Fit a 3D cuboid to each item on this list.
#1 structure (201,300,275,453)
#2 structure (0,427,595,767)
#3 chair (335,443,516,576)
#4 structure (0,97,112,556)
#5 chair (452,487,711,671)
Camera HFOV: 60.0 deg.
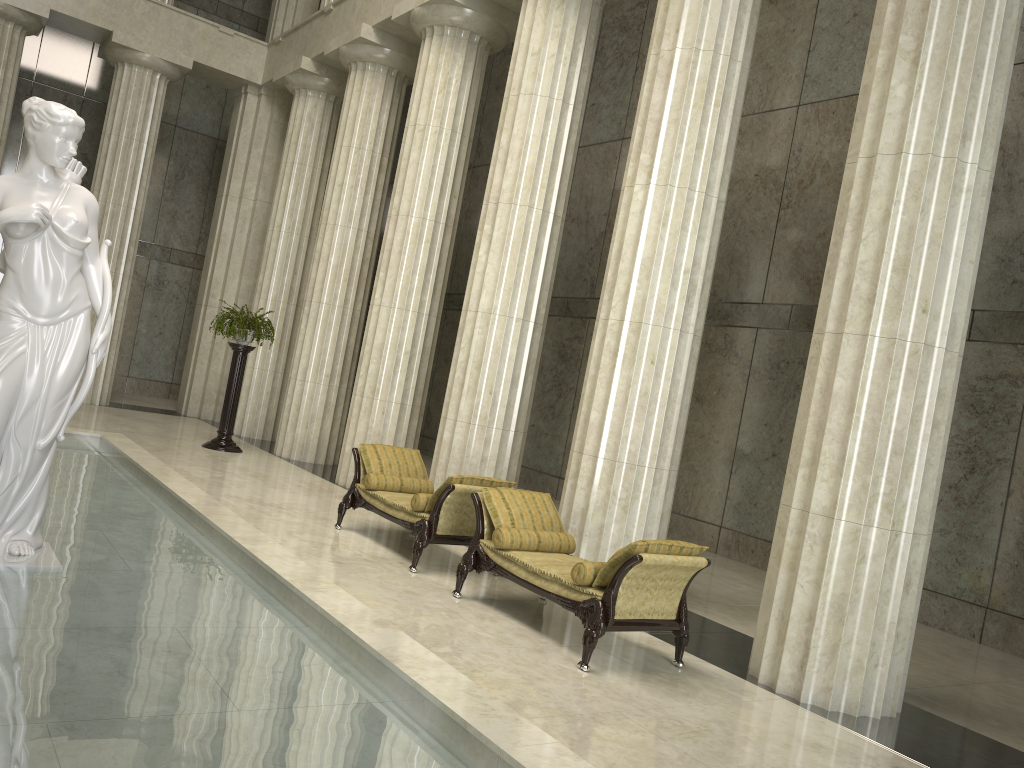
[{"bbox_3d":[-4.483,-0.117,14.392,1.053,2.386,1.159,11,-1,-30],"label":"structure"},{"bbox_3d":[-3.312,1.174,5.625,3.754,0.508,11.573,11,-1,-35],"label":"structure"},{"bbox_3d":[-0.926,1.236,9.055,0.993,0.950,2.172,11,-1,-35],"label":"chair"},{"bbox_3d":[-3.051,-0.255,5.601,0.940,3.044,0.729,11,-1,-41],"label":"structure"},{"bbox_3d":[0.470,1.480,7.035,0.993,0.950,2.172,11,-1,-35],"label":"chair"}]
